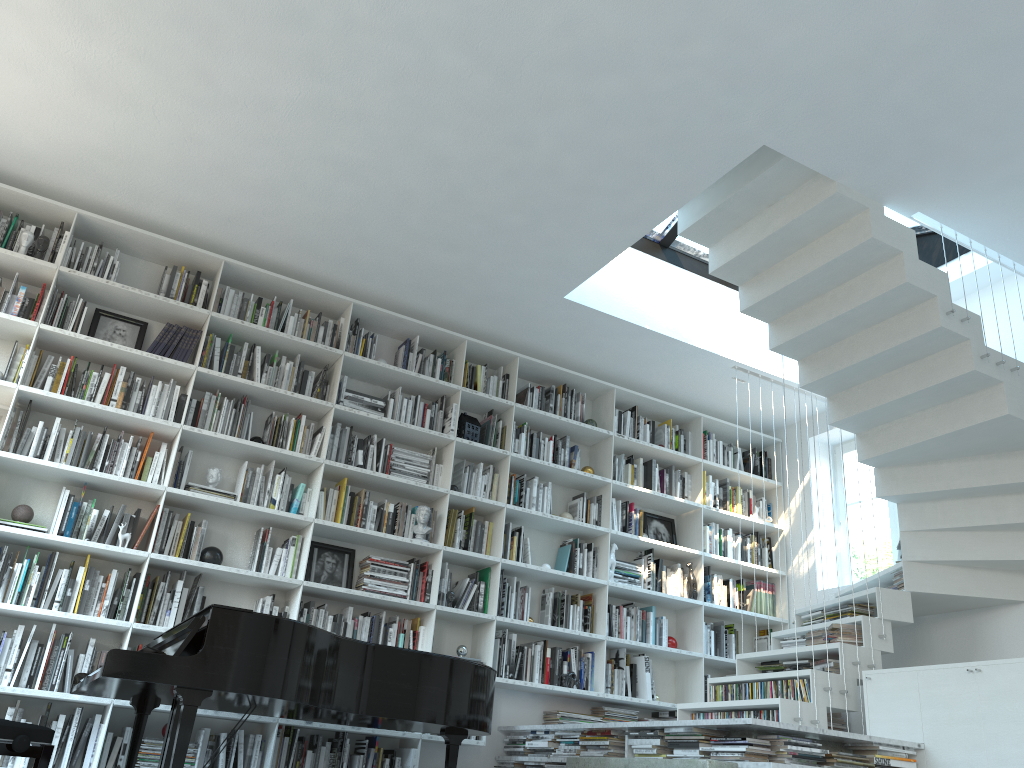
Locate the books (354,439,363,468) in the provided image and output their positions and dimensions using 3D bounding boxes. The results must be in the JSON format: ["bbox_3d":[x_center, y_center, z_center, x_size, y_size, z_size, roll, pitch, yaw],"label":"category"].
[{"bbox_3d":[-0.994,0.484,5.675,0.066,0.235,0.154,17,-27,-25],"label":"books"}]

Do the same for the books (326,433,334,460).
[{"bbox_3d":[-1.180,0.440,5.606,0.027,0.227,0.148,17,-27,-25],"label":"books"}]

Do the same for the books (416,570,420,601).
[{"bbox_3d":[-0.626,1.295,5.603,0.013,0.231,0.134,17,-27,-25],"label":"books"}]

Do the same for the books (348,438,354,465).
[{"bbox_3d":[-1.056,0.471,5.654,0.014,0.232,0.147,17,-27,-25],"label":"books"}]

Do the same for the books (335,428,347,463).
[{"bbox_3d":[-1.109,0.433,5.621,0.025,0.264,0.186,17,-27,-25],"label":"books"}]

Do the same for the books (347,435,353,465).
[{"bbox_3d":[-1.065,0.459,5.652,0.011,0.250,0.153,17,-27,-25],"label":"books"}]

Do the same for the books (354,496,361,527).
[{"bbox_3d":[-0.997,0.832,5.551,0.026,0.235,0.137,17,-27,-25],"label":"books"}]

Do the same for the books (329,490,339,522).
[{"bbox_3d":[-1.128,0.790,5.490,0.029,0.239,0.156,17,-27,-25],"label":"books"}]

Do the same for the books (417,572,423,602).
[{"bbox_3d":[-0.611,1.306,5.605,0.021,0.216,0.132,17,-27,-25],"label":"books"}]

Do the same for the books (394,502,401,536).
[{"bbox_3d":[-0.761,0.888,5.638,0.012,0.244,0.186,17,-27,-25],"label":"books"}]

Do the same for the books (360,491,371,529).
[{"bbox_3d":[-0.951,0.821,5.557,0.028,0.266,0.190,17,-27,-25],"label":"books"}]

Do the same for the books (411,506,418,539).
[{"bbox_3d":[-0.653,0.930,5.729,0.014,0.262,0.135,17,-27,-25],"label":"books"}]

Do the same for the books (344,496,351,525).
[{"bbox_3d":[-1.057,0.820,5.528,0.024,0.227,0.148,17,-27,-25],"label":"books"}]

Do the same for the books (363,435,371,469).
[{"bbox_3d":[-0.960,0.478,5.714,0.022,0.284,0.131,17,-27,-25],"label":"books"}]

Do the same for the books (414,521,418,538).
[{"bbox_3d":[-0.642,0.958,5.719,0.012,0.204,0.146,17,-27,-25],"label":"books"}]

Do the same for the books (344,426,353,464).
[{"bbox_3d":[-1.072,0.433,5.656,0.011,0.299,0.180,17,-27,-25],"label":"books"}]

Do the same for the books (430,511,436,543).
[{"bbox_3d":[-0.543,0.965,5.787,0.023,0.263,0.107,17,-27,-25],"label":"books"}]

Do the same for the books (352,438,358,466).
[{"bbox_3d":[-1.031,0.474,5.664,0.011,0.238,0.148,17,-27,-25],"label":"books"}]

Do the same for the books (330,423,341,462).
[{"bbox_3d":[-1.145,0.411,5.617,0.026,0.295,0.180,17,-27,-25],"label":"books"}]

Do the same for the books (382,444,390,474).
[{"bbox_3d":[-0.845,0.528,5.750,0.015,0.244,0.183,17,-27,-25],"label":"books"}]

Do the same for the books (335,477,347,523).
[{"bbox_3d":[-1.082,0.753,5.494,0.014,0.316,0.188,17,-27,-25],"label":"books"}]

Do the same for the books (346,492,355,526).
[{"bbox_3d":[-1.036,0.815,5.550,0.028,0.258,0.135,17,-27,-25],"label":"books"}]

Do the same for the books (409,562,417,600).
[{"bbox_3d":[-0.656,1.264,5.575,0.011,0.259,0.185,17,-27,-25],"label":"books"}]

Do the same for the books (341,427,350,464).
[{"bbox_3d":[-1.093,0.433,5.653,0.029,0.294,0.151,17,-27,-25],"label":"books"}]

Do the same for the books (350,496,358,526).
[{"bbox_3d":[-1.010,0.828,5.536,0.012,0.227,0.170,17,-27,-25],"label":"books"}]

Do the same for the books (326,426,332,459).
[{"bbox_3d":[-1.194,0.411,5.590,0.026,0.265,0.171,17,-27,-25],"label":"books"}]

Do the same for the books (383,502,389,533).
[{"bbox_3d":[-0.831,0.881,5.623,0.010,0.233,0.175,17,-27,-25],"label":"books"}]

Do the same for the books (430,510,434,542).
[{"bbox_3d":[-0.556,0.960,5.772,0.014,0.259,0.137,17,-27,-25],"label":"books"}]

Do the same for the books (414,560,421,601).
[{"bbox_3d":[-0.630,1.264,5.604,0.011,0.286,0.152,17,-27,-25],"label":"books"}]

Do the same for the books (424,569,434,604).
[{"bbox_3d":[-0.564,1.302,5.602,0.034,0.228,0.200,17,-27,-25],"label":"books"}]

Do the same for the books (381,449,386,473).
[{"bbox_3d":[-0.867,0.538,5.743,0.024,0.215,0.133,17,-27,-25],"label":"books"}]

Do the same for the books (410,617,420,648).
[{"bbox_3d":[-0.621,1.603,5.478,0.011,0.299,0.149,17,-27,-25],"label":"books"}]

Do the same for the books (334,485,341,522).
[{"bbox_3d":[-1.115,0.780,5.517,0.010,0.282,0.137,17,-27,-25],"label":"books"}]

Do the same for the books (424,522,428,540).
[{"bbox_3d":[-0.586,0.944,5.766,0.025,0.277,0.108,17,-27,-25],"label":"books"}]

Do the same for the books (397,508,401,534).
[{"bbox_3d":[-0.763,0.912,5.673,0.025,0.229,0.143,17,-27,-25],"label":"books"}]

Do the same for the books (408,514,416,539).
[{"bbox_3d":[-0.672,0.948,5.700,0.035,0.200,0.149,17,-27,-25],"label":"books"}]

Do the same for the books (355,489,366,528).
[{"bbox_3d":[-0.975,0.814,5.563,0.013,0.282,0.177,17,-27,-25],"label":"books"}]

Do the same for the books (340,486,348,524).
[{"bbox_3d":[-1.072,0.780,5.489,0.015,0.265,0.189,17,-27,-25],"label":"books"}]

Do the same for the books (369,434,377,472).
[{"bbox_3d":[-0.914,0.488,5.733,0.049,0.290,0.162,17,-27,-25],"label":"books"}]

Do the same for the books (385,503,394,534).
[{"bbox_3d":[-0.809,0.887,5.620,0.029,0.223,0.186,17,-27,-25],"label":"books"}]

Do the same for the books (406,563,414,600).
[{"bbox_3d":[-0.668,1.265,5.571,0.012,0.253,0.161,17,-27,-25],"label":"books"}]

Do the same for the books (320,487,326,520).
[{"bbox_3d":[-1.181,0.771,5.462,0.042,0.241,0.162,17,-27,-25],"label":"books"}]

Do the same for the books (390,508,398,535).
[{"bbox_3d":[-0.786,0.906,5.629,0.029,0.199,0.179,17,-27,-25],"label":"books"}]

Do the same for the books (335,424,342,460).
[{"bbox_3d":[-1.137,0.415,5.644,0.014,0.311,0.134,17,-27,-25],"label":"books"}]

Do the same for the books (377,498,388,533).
[{"bbox_3d":[-0.842,0.868,5.626,0.014,0.257,0.162,17,-27,-25],"label":"books"}]

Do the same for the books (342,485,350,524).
[{"bbox_3d":[-1.059,0.785,5.513,0.010,0.279,0.171,17,-27,-25],"label":"books"}]

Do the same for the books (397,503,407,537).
[{"bbox_3d":[-0.731,0.900,5.673,0.025,0.257,0.151,17,-27,-25],"label":"books"}]

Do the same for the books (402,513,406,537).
[{"bbox_3d":[-0.721,0.935,5.686,0.022,0.205,0.114,17,-27,-25],"label":"books"}]

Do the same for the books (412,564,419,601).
[{"bbox_3d":[-0.642,1.276,5.593,0.013,0.255,0.163,17,-27,-25],"label":"books"}]

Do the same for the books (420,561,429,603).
[{"bbox_3d":[-0.586,1.276,5.611,0.011,0.278,0.186,17,-27,-25],"label":"books"}]

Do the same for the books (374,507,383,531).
[{"bbox_3d":[-0.877,0.890,5.609,0.050,0.198,0.146,17,-27,-25],"label":"books"}]

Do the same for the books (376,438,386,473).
[{"bbox_3d":[-0.877,0.503,5.732,0.021,0.268,0.192,17,-27,-25],"label":"books"}]

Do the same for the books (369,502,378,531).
[{"bbox_3d":[-0.905,0.868,5.585,0.030,0.214,0.169,17,-27,-25],"label":"books"}]

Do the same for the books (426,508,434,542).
[{"bbox_3d":[-0.562,0.949,5.758,0.014,0.265,0.154,17,-27,-25],"label":"books"}]

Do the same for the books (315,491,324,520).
[{"bbox_3d":[-1.192,0.778,5.438,0.053,0.207,0.156,17,-27,-25],"label":"books"}]

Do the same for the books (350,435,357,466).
[{"bbox_3d":[-1.041,0.466,5.660,0.014,0.249,0.173,17,-27,-25],"label":"books"}]

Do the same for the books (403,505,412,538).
[{"bbox_3d":[-0.697,0.915,5.701,0.024,0.258,0.127,17,-27,-25],"label":"books"}]

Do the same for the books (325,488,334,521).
[{"bbox_3d":[-1.155,0.781,5.485,0.026,0.247,0.139,17,-27,-25],"label":"books"}]

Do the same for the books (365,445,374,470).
[{"bbox_3d":[-0.940,0.514,5.704,0.024,0.215,0.148,17,-27,-25],"label":"books"}]

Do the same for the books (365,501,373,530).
[{"bbox_3d":[-0.928,0.859,5.573,0.024,0.215,0.176,17,-27,-25],"label":"books"}]
